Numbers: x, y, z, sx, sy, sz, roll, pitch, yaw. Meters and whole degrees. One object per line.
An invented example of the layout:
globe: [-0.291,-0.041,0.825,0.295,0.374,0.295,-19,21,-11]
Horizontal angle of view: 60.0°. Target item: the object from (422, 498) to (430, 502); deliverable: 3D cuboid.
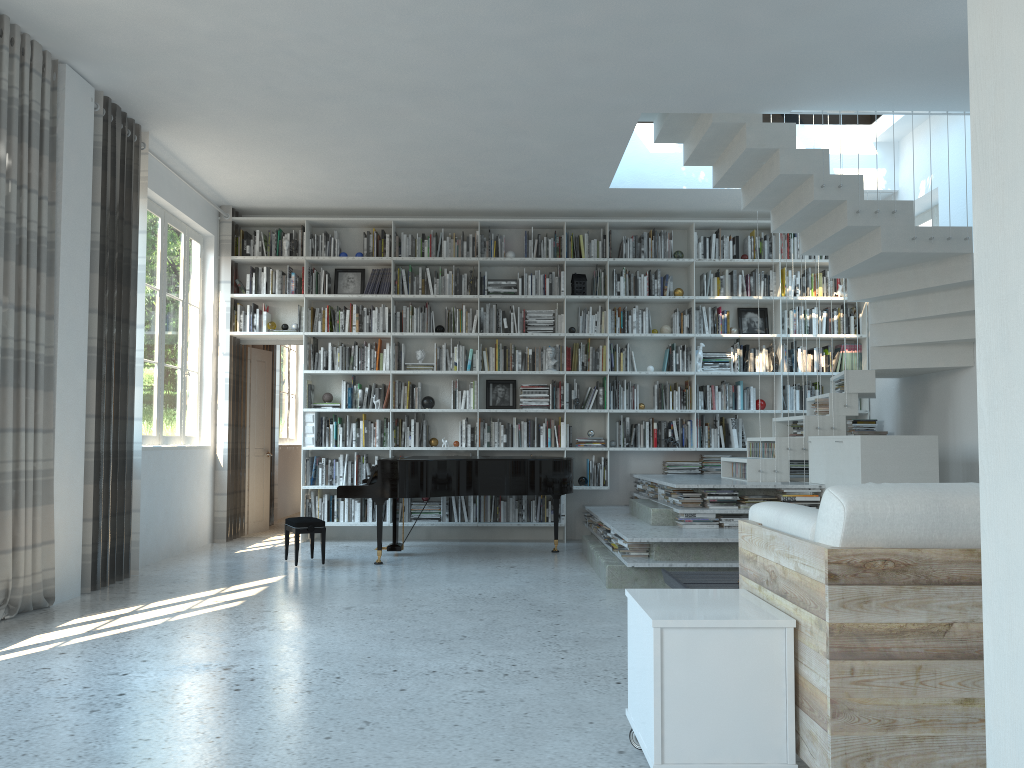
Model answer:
object: [-0.838,1.104,8.634,0.086,0.087,0.086,2,-4,-23]

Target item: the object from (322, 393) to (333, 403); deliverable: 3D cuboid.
object: [-1.806,0.138,8.689,0.105,0.106,0.105,2,-4,-23]

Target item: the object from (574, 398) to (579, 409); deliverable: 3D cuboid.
object: [0.626,0.192,8.578,0.054,0.113,0.079,0,-3,-2]

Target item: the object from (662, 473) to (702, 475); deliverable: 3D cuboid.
object: [1.666,0.883,8.712,0.345,0.007,0.193,1,-4,-6]

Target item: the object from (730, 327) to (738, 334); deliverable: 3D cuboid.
object: [2.182,-0.518,8.766,0.091,0.092,0.091,3,-5,-42]

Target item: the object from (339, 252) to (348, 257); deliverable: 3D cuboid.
object: [-1.663,-1.259,8.753,0.082,0.083,0.082,2,-4,-23]

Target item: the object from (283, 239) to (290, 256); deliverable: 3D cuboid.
object: [-2.199,-1.313,8.637,0.067,0.198,0.067,-3,-4,42]

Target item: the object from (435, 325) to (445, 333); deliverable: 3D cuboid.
object: [-0.709,-0.531,8.721,0.097,0.098,0.097,3,-5,-42]

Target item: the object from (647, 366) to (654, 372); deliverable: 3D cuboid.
object: [1.361,-0.145,8.716,0.071,0.072,0.071,3,-5,-42]

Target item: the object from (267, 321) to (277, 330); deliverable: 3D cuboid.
object: [-2.349,-0.570,8.675,0.087,0.087,0.087,3,-5,-42]

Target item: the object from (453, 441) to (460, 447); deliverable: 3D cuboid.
object: [-0.542,0.585,8.651,0.061,0.062,0.061,3,-5,-42]

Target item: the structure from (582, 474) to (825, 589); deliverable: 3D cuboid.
structure: [2.047,1.122,7.286,2.899,0.659,3.115,0,-4,-1]

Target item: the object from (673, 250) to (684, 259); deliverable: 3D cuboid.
object: [1.640,-1.262,8.737,0.104,0.105,0.104,3,-5,-42]

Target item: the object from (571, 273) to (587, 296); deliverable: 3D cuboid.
object: [0.659,-0.970,8.729,0.135,0.248,0.135,1,-3,-11]

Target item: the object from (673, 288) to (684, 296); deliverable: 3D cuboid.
object: [1.639,-0.894,8.724,0.100,0.101,0.100,2,-4,-23]

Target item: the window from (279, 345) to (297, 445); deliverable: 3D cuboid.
window: [-2.975,-0.214,11.371,0.073,2.008,1.984,0,-3,-1]

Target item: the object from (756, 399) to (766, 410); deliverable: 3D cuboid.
object: [2.442,0.206,8.735,0.115,0.116,0.115,2,-4,-23]

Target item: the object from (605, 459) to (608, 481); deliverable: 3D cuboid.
object: [0.923,0.862,8.626,0.011,0.260,0.142,0,-3,-1]

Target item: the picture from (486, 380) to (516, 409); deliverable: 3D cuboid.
picture: [-0.108,0.107,8.786,0.300,0.299,0.077,0,-3,-1]

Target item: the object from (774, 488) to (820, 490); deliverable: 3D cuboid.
object: [2.139,0.776,6.661,0.284,0.030,0.177,0,-4,-1]

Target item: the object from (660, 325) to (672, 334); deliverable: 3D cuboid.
object: [1.524,-0.528,8.784,0.111,0.113,0.111,2,-4,-23]

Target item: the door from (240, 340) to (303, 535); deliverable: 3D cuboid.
door: [-2.438,0.570,9.230,0.834,1.979,0.787,0,-3,-1]

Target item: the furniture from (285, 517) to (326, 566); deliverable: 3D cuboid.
furniture: [-1.642,1.233,7.023,0.240,0.353,0.467,2,-4,-26]

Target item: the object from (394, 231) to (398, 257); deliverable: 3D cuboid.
object: [-1.150,-1.356,8.803,0.012,0.285,0.159,0,-3,-1]

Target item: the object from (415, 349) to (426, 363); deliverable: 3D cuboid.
object: [-0.903,-0.276,8.744,0.095,0.157,0.121,-1,-3,13]

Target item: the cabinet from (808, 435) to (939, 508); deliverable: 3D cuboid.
cabinet: [2.556,0.708,6.382,0.551,0.667,0.993,0,-4,-1]

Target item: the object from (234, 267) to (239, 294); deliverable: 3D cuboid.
object: [-2.727,-1.001,8.745,0.035,0.295,0.176,0,-3,-1]

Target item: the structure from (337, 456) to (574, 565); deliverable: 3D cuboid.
structure: [-0.413,1.040,7.560,1.918,0.832,1.335,0,-4,-1]

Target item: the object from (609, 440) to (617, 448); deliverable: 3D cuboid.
object: [0.991,0.588,8.701,0.071,0.072,0.071,3,-5,-42]

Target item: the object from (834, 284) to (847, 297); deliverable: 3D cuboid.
object: [3.261,-0.910,8.703,0.203,0.137,0.095,-1,-3,15]

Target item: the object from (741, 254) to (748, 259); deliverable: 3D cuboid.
object: [2.295,-1.244,8.745,0.071,0.072,0.071,3,-5,-42]

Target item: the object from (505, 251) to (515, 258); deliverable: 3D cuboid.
object: [-0.018,-1.265,8.766,0.105,0.106,0.104,2,-4,-23]

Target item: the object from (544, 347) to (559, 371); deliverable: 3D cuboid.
object: [0.382,-0.238,8.622,0.137,0.243,0.138,2,-4,-35]

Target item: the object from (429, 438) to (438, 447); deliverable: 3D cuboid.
object: [-0.767,0.572,8.691,0.091,0.092,0.091,2,-4,-23]

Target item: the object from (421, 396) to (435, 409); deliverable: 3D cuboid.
object: [-0.822,0.185,8.700,0.134,0.135,0.133,3,-5,-42]

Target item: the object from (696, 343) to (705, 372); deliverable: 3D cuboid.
object: [1.824,-0.256,8.615,0.087,0.288,0.075,-2,-4,34]

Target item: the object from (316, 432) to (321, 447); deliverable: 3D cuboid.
object: [-1.868,0.535,8.548,0.045,0.146,0.045,-2,-4,38]

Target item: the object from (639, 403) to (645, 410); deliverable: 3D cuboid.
object: [1.273,0.225,8.730,0.071,0.072,0.071,3,-5,-42]

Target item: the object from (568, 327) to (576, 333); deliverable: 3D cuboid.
object: [0.588,-0.523,8.676,0.071,0.072,0.071,3,-5,-42]

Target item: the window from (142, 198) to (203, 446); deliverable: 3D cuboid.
window: [-2.917,-0.476,7.409,0.073,2.008,1.984,0,-3,-1]

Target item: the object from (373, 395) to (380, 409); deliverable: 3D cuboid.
object: [-1.310,0.173,8.555,0.081,0.140,0.044,1,-3,-17]

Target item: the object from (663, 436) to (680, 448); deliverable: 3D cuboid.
object: [1.541,0.561,8.563,0.160,0.114,0.064,1,-3,-13]

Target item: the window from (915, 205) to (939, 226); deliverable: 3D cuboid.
window: [3.739,-0.965,7.782,0.042,1.225,1.118,0,-3,-1]

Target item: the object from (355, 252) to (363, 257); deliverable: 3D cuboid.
object: [-1.506,-1.259,8.755,0.082,0.083,0.082,2,-4,-23]

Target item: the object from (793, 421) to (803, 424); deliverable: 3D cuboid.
object: [2.557,0.336,7.757,0.161,0.025,0.174,0,-4,3]

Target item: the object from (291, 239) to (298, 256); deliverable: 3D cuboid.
object: [-2.117,-1.313,8.638,0.067,0.198,0.067,-3,-4,42]

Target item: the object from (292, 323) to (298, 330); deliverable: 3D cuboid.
object: [-2.127,-0.560,8.706,0.071,0.072,0.071,2,-4,-23]

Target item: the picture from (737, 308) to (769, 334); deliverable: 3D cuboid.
picture: [2.410,-0.616,8.861,0.300,0.299,0.077,0,-3,-1]

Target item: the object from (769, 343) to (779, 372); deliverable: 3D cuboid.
object: [2.555,-0.252,8.644,0.087,0.288,0.075,-2,-4,34]

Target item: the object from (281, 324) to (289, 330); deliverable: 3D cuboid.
object: [-2.233,-0.558,8.725,0.071,0.072,0.071,2,-4,-23]

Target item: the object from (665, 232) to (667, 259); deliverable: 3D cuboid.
object: [1.524,-1.353,8.839,0.006,0.297,0.129,0,-3,-1]

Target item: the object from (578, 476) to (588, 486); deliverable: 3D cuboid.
object: [0.685,0.942,8.585,0.094,0.094,0.093,3,-5,-42]

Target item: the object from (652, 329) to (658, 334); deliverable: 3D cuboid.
object: [1.409,-0.509,8.758,0.068,0.068,0.068,2,-4,-23]

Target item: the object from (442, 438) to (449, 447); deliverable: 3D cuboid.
object: [-0.646,0.568,8.626,0.060,0.095,0.078,-1,-3,16]

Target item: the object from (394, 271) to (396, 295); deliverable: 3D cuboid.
object: [-1.151,-0.974,8.782,0.012,0.254,0.161,0,-3,-1]

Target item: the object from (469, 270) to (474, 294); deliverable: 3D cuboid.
object: [-0.391,-0.981,8.648,0.075,0.254,0.075,1,-3,-22]

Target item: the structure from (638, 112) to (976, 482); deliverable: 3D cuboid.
structure: [2.194,-0.593,6.997,2.613,3.380,1.955,0,-3,-1]

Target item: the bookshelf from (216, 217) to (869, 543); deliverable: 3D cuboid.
bookshelf: [0.301,-0.023,8.685,6.297,3.140,0.330,0,-3,-1]

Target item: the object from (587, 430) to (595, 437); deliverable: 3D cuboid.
object: [0.768,0.481,8.625,0.071,0.072,0.071,3,-5,-42]

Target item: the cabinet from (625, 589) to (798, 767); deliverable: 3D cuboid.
cabinet: [0.554,0.880,2.570,0.380,0.486,0.503,0,-3,-1]
